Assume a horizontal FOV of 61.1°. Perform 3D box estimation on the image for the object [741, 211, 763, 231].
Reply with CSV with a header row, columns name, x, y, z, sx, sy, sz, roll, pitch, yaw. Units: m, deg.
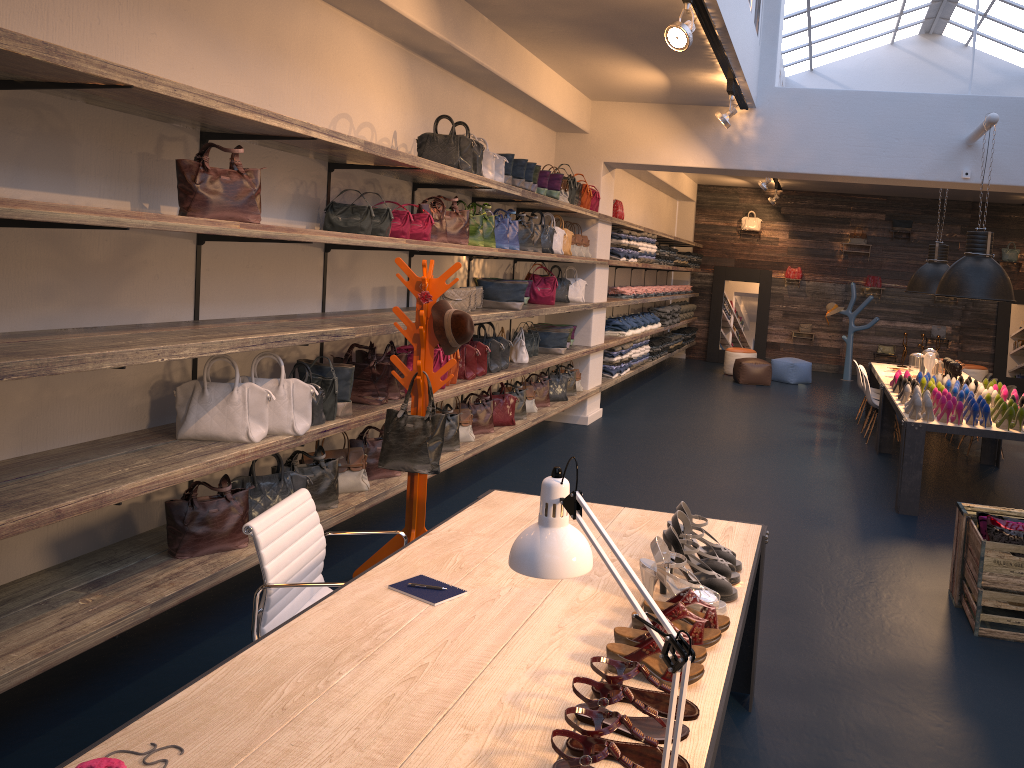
name,x,y,z,sx,sy,sz,roll,pitch,yaw
object,4.726,-3.217,17.111,0.426,0.384,0.193,4,5,0

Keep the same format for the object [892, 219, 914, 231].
name,x,y,z,sx,sy,sz,roll,pitch,yaw
object,7.458,-3.032,16.585,0.411,0.230,0.181,5,6,5

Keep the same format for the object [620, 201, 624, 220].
name,x,y,z,sx,sy,sz,roll,pitch,yaw
object,1.180,-2.076,10.350,0.313,0.243,0.145,5,5,7

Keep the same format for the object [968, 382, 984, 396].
name,x,y,z,sx,sy,sz,roll,pitch,yaw
object,4.496,0.069,8.453,0.196,0.194,0.250,6,7,12

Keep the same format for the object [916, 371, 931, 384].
name,x,y,z,sx,sy,sz,roll,pitch,yaw
object,4.296,-0.040,9.084,0.194,0.194,0.253,6,7,16

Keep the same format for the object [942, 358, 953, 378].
name,x,y,z,sx,sy,sz,roll,pitch,yaw
object,5.006,-0.159,9.964,0.149,0.284,0.160,5,5,15

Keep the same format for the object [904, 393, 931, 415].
name,x,y,z,sx,sy,sz,roll,pitch,yaw
object,3.381,0.160,7.218,0.199,0.194,0.247,5,7,8

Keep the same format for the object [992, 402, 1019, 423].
name,x,y,z,sx,sy,sz,roll,pitch,yaw
object,4.038,0.232,7.088,0.194,0.194,0.253,6,7,16

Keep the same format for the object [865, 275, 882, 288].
name,x,y,z,sx,sy,sz,roll,pitch,yaw
object,6.981,-1.974,16.734,0.320,0.253,0.139,4,5,-1

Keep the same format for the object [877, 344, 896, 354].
name,x,y,z,sx,sy,sz,roll,pitch,yaw
object,7.232,-0.666,16.732,0.375,0.173,0.225,3,7,-10

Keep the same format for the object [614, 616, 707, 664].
name,x,y,z,sx,sy,sz,roll,pitch,yaw
object,0.400,0.677,2.325,0.244,0.116,0.106,7,7,22

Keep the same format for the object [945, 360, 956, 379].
name,x,y,z,sx,sy,sz,roll,pitch,yaw
object,4.919,-0.130,9.718,0.149,0.284,0.160,5,5,15

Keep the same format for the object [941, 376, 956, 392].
name,x,y,z,sx,sy,sz,roll,pitch,yaw
object,4.399,0.015,8.766,0.194,0.194,0.253,6,7,16

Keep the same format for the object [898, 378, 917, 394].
name,x,y,z,sx,sy,sz,roll,pitch,yaw
object,3.809,0.033,8.321,0.191,0.194,0.257,7,7,24

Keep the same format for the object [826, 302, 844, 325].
name,x,y,z,sx,sy,sz,roll,pitch,yaw
object,6.021,-1.298,16.196,0.325,0.439,0.369,5,6,12

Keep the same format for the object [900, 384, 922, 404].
name,x,y,z,sx,sy,sz,roll,pitch,yaw
object,3.591,0.093,7.790,0.190,0.194,0.257,7,7,24

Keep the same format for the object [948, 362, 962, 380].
name,x,y,z,sx,sy,sz,roll,pitch,yaw
object,4.829,-0.100,9.465,0.149,0.284,0.160,5,5,15

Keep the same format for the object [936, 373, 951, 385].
name,x,y,z,sx,sy,sz,roll,pitch,yaw
object,4.484,-0.018,9.037,0.191,0.194,0.256,7,7,22

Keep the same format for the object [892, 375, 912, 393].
name,x,y,z,sx,sy,sz,roll,pitch,yaw
object,3.874,-0.001,8.583,0.194,0.194,0.253,6,7,16

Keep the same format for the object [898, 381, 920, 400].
name,x,y,z,sx,sy,sz,roll,pitch,yaw
object,3.695,0.062,8.056,0.197,0.194,0.250,5,7,12

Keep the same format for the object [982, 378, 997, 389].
name,x,y,z,sx,sy,sz,roll,pitch,yaw
object,4.901,0.029,8.942,0.194,0.194,0.253,6,7,16

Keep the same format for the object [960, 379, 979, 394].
name,x,y,z,sx,sy,sz,roll,pitch,yaw
object,4.595,0.036,8.731,0.195,0.194,0.251,6,7,14

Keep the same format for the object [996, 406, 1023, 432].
name,x,y,z,sx,sy,sz,roll,pitch,yaw
object,3.927,0.262,6.824,0.198,0.194,0.249,5,7,9

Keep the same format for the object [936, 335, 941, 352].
name,x,y,z,sx,sy,sz,roll,pitch,yaw
object,5.564,-0.409,11.342,0.144,0.466,0.136,3,4,-9

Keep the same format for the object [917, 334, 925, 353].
name,x,y,z,sx,sy,sz,roll,pitch,yaw
object,5.350,-0.431,11.381,0.151,0.466,0.129,1,5,-32

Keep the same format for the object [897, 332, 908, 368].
name,x,y,z,sx,sy,sz,roll,pitch,yaw
object,5.152,-0.453,11.420,0.131,0.466,0.148,6,5,27

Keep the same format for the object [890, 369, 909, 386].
name,x,y,z,sx,sy,sz,roll,pitch,yaw
object,4.083,-0.062,9.117,0.197,0.194,0.249,5,7,10

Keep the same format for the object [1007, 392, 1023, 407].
name,x,y,z,sx,sy,sz,roll,pitch,yaw
object,4.567,0.162,7.857,0.196,0.194,0.251,6,7,12

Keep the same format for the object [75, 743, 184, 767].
name,x,y,z,sx,sy,sz,roll,pitch,yaw
object,-0.744,0.726,1.602,0.153,0.050,0.317,6,8,13

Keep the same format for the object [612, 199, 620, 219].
name,x,y,z,sx,sy,sz,roll,pitch,yaw
object,1.107,-2.053,10.153,0.309,0.243,0.147,6,5,11

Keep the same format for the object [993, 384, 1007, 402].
name,x,y,z,sx,sy,sz,roll,pitch,yaw
object,4.710,0.090,8.427,0.194,0.194,0.253,6,7,16

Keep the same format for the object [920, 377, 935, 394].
name,x,y,z,sx,sy,sz,roll,pitch,yaw
object,4.088,0.020,8.558,0.193,0.194,0.255,6,7,19

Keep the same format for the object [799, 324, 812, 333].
name,x,y,z,sx,sy,sz,roll,pitch,yaw
object,5.756,-1.097,17.025,0.277,0.174,0.101,3,5,-11

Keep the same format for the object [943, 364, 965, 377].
name,x,y,z,sx,sy,sz,roll,pitch,yaw
object,5.253,-0.171,10.464,0.449,0.202,0.219,3,6,-7

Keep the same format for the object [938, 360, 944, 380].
name,x,y,z,sx,sy,sz,roll,pitch,yaw
object,4.672,-0.132,9.584,0.173,0.288,0.176,4,5,4

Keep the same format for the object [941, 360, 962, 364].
name,x,y,z,sx,sy,sz,roll,pitch,yaw
object,5.341,-0.200,10.710,0.449,0.202,0.219,3,6,-7

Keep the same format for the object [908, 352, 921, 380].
name,x,y,z,sx,sy,sz,roll,pitch,yaw
object,4.524,-0.185,9.704,0.172,0.334,0.200,7,6,34

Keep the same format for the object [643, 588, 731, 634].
name,x,y,z,sx,sy,sz,roll,pitch,yaw
object,0.514,0.655,2.540,0.246,0.116,0.105,7,6,17

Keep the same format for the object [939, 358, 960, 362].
name,x,y,z,sx,sy,sz,roll,pitch,yaw
object,5.437,-0.232,10.976,0.441,0.202,0.223,4,6,-1

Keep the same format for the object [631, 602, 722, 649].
name,x,y,z,sx,sy,sz,roll,pitch,yaw
object,0.460,0.667,2.428,0.255,0.116,0.102,5,6,4

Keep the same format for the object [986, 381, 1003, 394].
name,x,y,z,sx,sy,sz,roll,pitch,yaw
object,4.810,0.061,8.676,0.194,0.194,0.253,6,7,16

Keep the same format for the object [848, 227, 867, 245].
name,x,y,z,sx,sy,sz,roll,pitch,yaw
object,6.682,-2.864,16.754,0.332,0.333,0.175,7,6,25

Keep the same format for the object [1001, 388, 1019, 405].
name,x,y,z,sx,sy,sz,roll,pitch,yaw
object,4.655,0.127,8.139,0.191,0.194,0.257,7,7,23

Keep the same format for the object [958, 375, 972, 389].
name,x,y,z,sx,sy,sz,roll,pitch,yaw
object,4.688,0.001,9.020,0.194,0.194,0.253,6,7,16

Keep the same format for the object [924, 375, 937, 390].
name,x,y,z,sx,sy,sz,roll,pitch,yaw
object,4.207,-0.006,8.800,0.199,0.194,0.248,5,7,8

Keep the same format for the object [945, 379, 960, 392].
name,x,y,z,sx,sy,sz,roll,pitch,yaw
object,4.306,0.044,8.514,0.194,0.194,0.253,6,7,16

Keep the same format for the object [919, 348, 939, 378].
name,x,y,z,sx,sy,sz,roll,pitch,yaw
object,4.525,-0.182,9.421,0.201,0.410,0.204,4,5,4

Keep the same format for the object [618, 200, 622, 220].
name,x,y,z,sx,sy,sz,roll,pitch,yaw
object,1.140,-2.064,10.249,0.307,0.243,0.148,6,5,14

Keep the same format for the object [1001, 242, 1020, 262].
name,x,y,z,sx,sy,sz,roll,pitch,yaw
object,9.336,-2.470,16.252,0.369,0.365,0.176,4,5,0

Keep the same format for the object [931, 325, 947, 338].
name,x,y,z,sx,sy,sz,roll,pitch,yaw
object,8.156,-0.996,16.580,0.257,0.228,0.084,8,6,30

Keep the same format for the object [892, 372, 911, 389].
name,x,y,z,sx,sy,sz,roll,pitch,yaw
object,3.978,-0.032,8.854,0.194,0.194,0.259,7,7,27

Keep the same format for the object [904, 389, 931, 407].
name,x,y,z,sx,sy,sz,roll,pitch,yaw
object,3.504,0.131,7.486,0.202,0.194,0.244,4,7,3

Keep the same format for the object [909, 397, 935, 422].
name,x,y,z,sx,sy,sz,roll,pitch,yaw
object,3.281,0.193,6.938,0.192,0.194,0.256,7,7,21

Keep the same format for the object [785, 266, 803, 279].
name,x,y,z,sx,sy,sz,roll,pitch,yaw
object,5.531,-2.181,17.025,0.319,0.252,0.146,7,6,25

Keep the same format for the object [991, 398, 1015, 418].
name,x,y,z,sx,sy,sz,roll,pitch,yaw
object,4.146,0.204,7.338,0.196,0.194,0.250,5,7,12

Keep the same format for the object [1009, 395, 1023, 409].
name,x,y,z,sx,sy,sz,roll,pitch,yaw
object,4.424,0.186,7.615,0.191,0.194,0.257,7,7,24

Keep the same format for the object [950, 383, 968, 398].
name,x,y,z,sx,sy,sz,roll,pitch,yaw
object,4.238,0.080,8.235,0.194,0.194,0.253,6,7,16
